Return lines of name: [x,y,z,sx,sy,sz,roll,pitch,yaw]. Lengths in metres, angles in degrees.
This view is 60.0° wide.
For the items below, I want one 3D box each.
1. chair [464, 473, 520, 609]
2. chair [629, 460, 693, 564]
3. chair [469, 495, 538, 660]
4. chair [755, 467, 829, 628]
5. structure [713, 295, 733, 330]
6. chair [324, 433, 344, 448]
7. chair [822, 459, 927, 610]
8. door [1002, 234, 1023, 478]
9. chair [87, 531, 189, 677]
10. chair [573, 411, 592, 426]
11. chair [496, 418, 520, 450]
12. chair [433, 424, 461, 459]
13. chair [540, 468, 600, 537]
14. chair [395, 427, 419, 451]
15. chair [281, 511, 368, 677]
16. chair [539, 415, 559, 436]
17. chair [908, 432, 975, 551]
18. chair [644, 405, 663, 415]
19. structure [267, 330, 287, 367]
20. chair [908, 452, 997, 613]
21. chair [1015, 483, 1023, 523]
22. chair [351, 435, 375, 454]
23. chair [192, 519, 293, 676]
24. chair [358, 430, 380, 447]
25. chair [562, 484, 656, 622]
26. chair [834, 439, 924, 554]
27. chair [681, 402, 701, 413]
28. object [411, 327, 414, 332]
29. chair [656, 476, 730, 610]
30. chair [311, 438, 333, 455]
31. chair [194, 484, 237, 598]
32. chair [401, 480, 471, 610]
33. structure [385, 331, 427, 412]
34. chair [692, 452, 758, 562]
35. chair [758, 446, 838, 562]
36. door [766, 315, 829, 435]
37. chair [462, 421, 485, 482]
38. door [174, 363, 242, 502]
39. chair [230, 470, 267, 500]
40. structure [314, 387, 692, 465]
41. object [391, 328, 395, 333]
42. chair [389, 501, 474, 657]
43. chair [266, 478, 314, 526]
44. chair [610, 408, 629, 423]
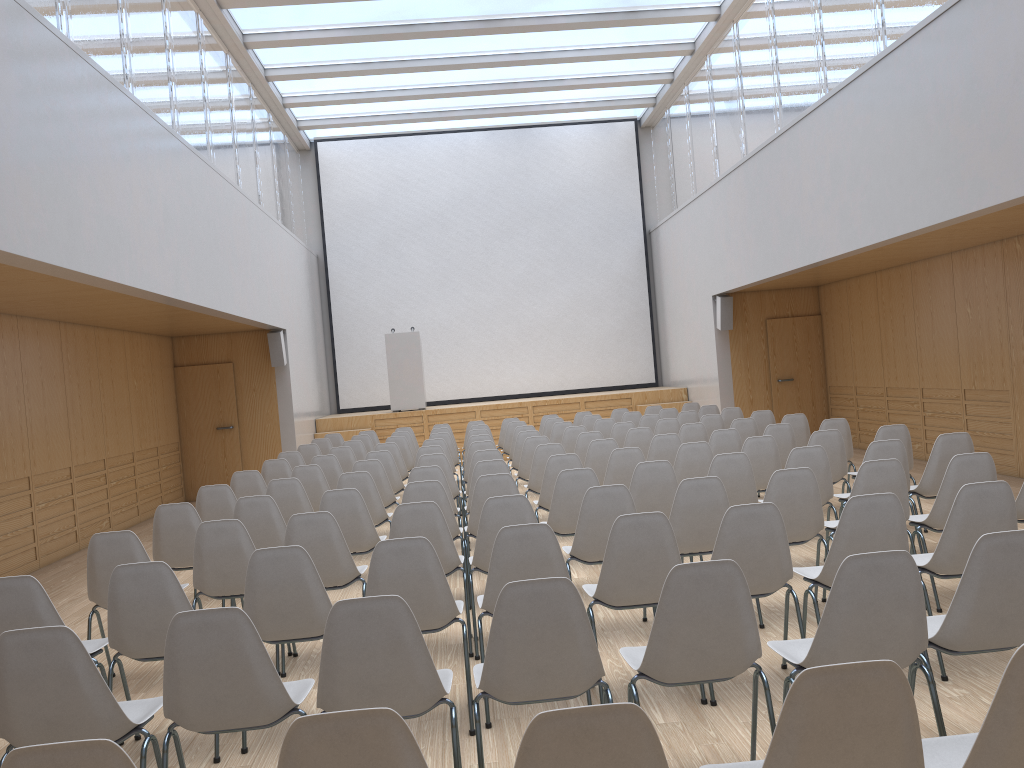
chair: [-0.094,1.025,6.072,0.479,0.876,0.505,-5,1,-3]
chair: [0.946,0.939,6.066,0.479,0.876,0.505,-5,1,-3]
chair: [-0.011,1.032,5.007,0.479,0.876,0.505,-5,1,-3]
chair: [1.566,0.899,5.142,0.479,0.876,0.505,-5,1,-3]
structure: [3.261,-1.096,13.626,0.196,0.542,0.368,-5,1,-3]
chair: [-2.538,1.140,12.910,0.479,0.876,0.505,-5,1,-3]
chair: [2.077,0.856,5.201,0.479,0.876,0.505,-5,1,-3]
door: [5.301,-0.257,7.866,0.256,2.492,2.701,-5,1,-3]
chair: [-2.064,1.204,4.884,0.479,0.876,0.505,-5,1,-3]
chair: [1.061,0.838,13.144,0.479,0.876,0.505,-5,1,-3]
chair: [0.005,0.927,13.043,0.479,0.876,0.505,-5,1,-3]
chair: [-0.997,1.011,13.002,0.479,0.876,0.505,-5,1,-3]
chair: [0.436,0.982,5.994,0.479,0.876,0.505,-5,1,-3]
chair: [-1.530,1.056,12.930,0.479,0.876,0.505,-5,1,-3]
chair: [-1.054,1.119,4.985,0.479,0.876,0.505,-5,1,-3]
chair: [0.572,0.880,13.056,0.479,0.876,0.505,-5,1,-3]
chair: [3.010,0.765,6.259,0.479,0.876,0.505,-5,1,-3]
chair: [2.097,0.751,13.216,0.479,0.876,0.505,-5,1,-3]
structure: [-3.496,-0.529,13.221,0.196,0.542,0.368,-5,1,-3]
chair: [2.562,0.816,5.161,0.479,0.876,0.505,-5,1,-3]
chair: [3.080,0.772,5.233,0.479,0.876,0.505,-5,1,-3]
chair: [-1.977,1.106,11.942,0.479,0.876,0.505,-5,1,-3]
chair: [-1.539,1.159,4.984,0.479,0.876,0.505,-5,1,-3]
chair: [-2.043,1.100,12.858,0.479,0.876,0.505,-5,1,-3]
chair: [0.536,0.986,5.080,0.479,0.876,0.505,-5,1,-3]
chair: [2.510,0.808,6.160,0.479,0.876,0.505,-5,1,-3]
chair: [2.639,0.706,13.221,0.479,0.876,0.505,-5,1,-3]
object: [-1.742,-0.869,15.727,0.166,0.305,0.252,-5,1,-32]
chair: [1.047,0.943,5.091,0.479,0.876,0.505,-5,1,-3]
chair: [-2.505,1.150,11.938,0.479,0.876,0.505,-5,1,-3]
chair: [-2.212,1.191,6.899,0.479,0.876,0.505,-5,1,-3]
chair: [-0.556,1.064,6.017,0.479,0.876,0.505,-5,1,-3]
structure: [-1.883,-0.213,15.790,0.605,1.379,0.605,-5,1,-3]
chair: [1.473,0.894,6.157,0.479,0.876,0.505,-5,1,-3]
chair: [1.992,0.851,6.170,0.479,0.876,0.505,-5,1,-3]
door: [4.488,-0.031,13.833,0.873,2.024,0.108,-5,1,-3]
chair: [-0.501,0.969,13.060,0.479,0.876,0.505,-5,1,-3]
door: [-4.550,0.727,13.291,0.873,2.024,0.108,-5,1,-3]
chair: [-2.279,1.183,7.917,0.479,0.876,0.505,-5,1,-3]
structure: [-0.137,0.845,16.129,6.551,1.027,2.728,-5,1,-3]
object: [-2.088,-0.840,15.706,0.166,0.305,0.252,-5,1,-32]
chair: [-0.495,1.072,5.037,0.479,0.876,0.505,-5,1,-3]
chair: [-1.703,1.148,6.949,0.479,0.876,0.505,-5,1,-3]
chair: [1.596,0.793,13.158,0.479,0.876,0.505,-5,1,-3]
